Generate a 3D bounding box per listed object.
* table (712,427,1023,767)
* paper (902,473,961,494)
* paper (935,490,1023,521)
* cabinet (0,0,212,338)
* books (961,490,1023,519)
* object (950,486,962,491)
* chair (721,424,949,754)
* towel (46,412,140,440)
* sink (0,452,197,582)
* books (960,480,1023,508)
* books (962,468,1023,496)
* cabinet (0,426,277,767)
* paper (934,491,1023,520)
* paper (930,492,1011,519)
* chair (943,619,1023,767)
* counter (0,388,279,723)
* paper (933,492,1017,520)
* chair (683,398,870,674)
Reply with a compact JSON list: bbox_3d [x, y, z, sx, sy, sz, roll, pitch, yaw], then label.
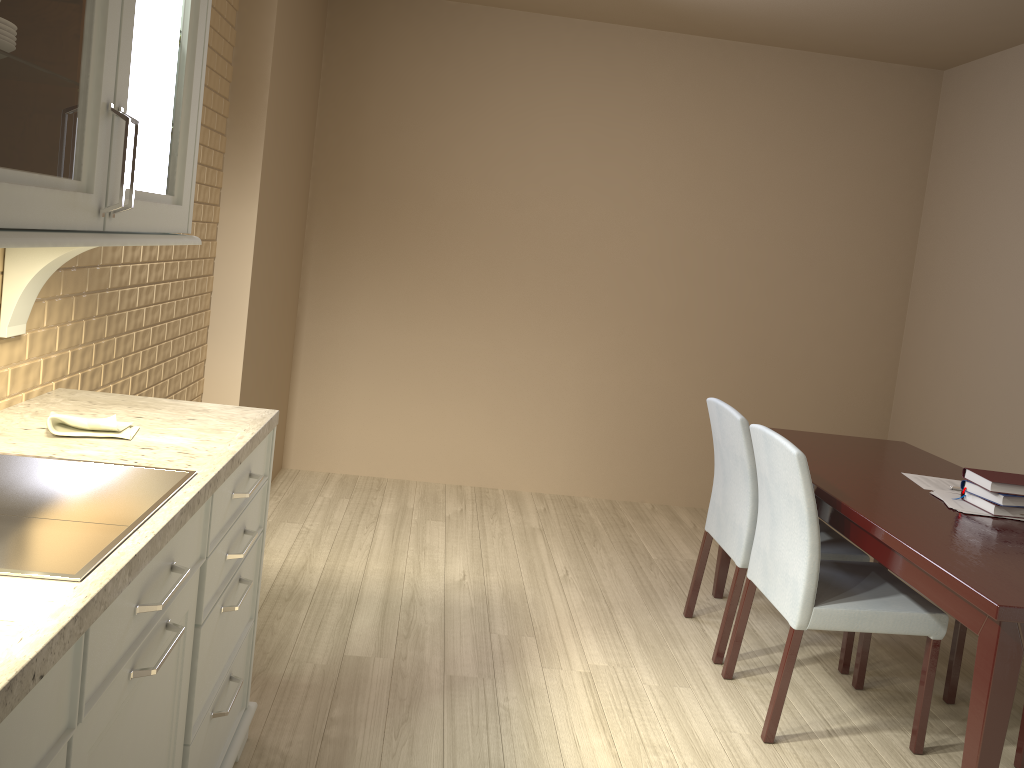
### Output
[{"bbox_3d":[1.223,0.667,2.666,0.750,0.675,1.774,6,8,-5],"label":"table"},{"bbox_3d":[1.416,0.326,2.799,0.290,0.001,0.212,8,9,5],"label":"paper"},{"bbox_3d":[1.398,0.358,2.555,0.291,0.001,0.211,9,9,15],"label":"paper"},{"bbox_3d":[-0.692,-0.490,0.905,0.411,1.105,1.945,6,8,-5],"label":"cabinet"},{"bbox_3d":[1.420,0.346,2.538,0.182,0.032,0.166,6,9,-5],"label":"books"},{"bbox_3d":[1.437,0.330,2.756,0.158,0.011,0.011,5,7,-10],"label":"object"},{"bbox_3d":[0.939,0.567,2.595,0.505,0.823,0.402,6,5,-5],"label":"chair"},{"bbox_3d":[-0.813,0.071,1.717,0.170,0.050,0.165,4,9,-19],"label":"towel"},{"bbox_3d":[-0.732,0.372,1.269,0.379,0.412,0.489,6,7,-5],"label":"sink"},{"bbox_3d":[1.420,0.314,2.534,0.182,0.032,0.166,5,9,-15],"label":"books"},{"bbox_3d":[1.418,0.282,2.531,0.183,0.032,0.166,7,8,0],"label":"books"},{"bbox_3d":[-0.821,0.619,1.021,0.637,0.788,2.239,6,8,-5],"label":"cabinet"},{"bbox_3d":[1.398,0.358,2.555,0.291,0.001,0.211,8,9,10],"label":"paper"},{"bbox_3d":[1.398,0.359,2.555,0.290,0.001,0.212,7,9,0],"label":"paper"},{"bbox_3d":[1.668,0.651,2.608,0.505,0.823,0.402,6,5,-5],"label":"chair"},{"bbox_3d":[-0.732,0.228,0.983,0.522,0.035,2.217,6,9,-5],"label":"counter"},{"bbox_3d":[1.398,0.359,2.555,0.290,0.001,0.212,8,9,5],"label":"paper"},{"bbox_3d":[0.906,0.493,3.049,0.505,0.823,0.402,6,5,-5],"label":"chair"}]
